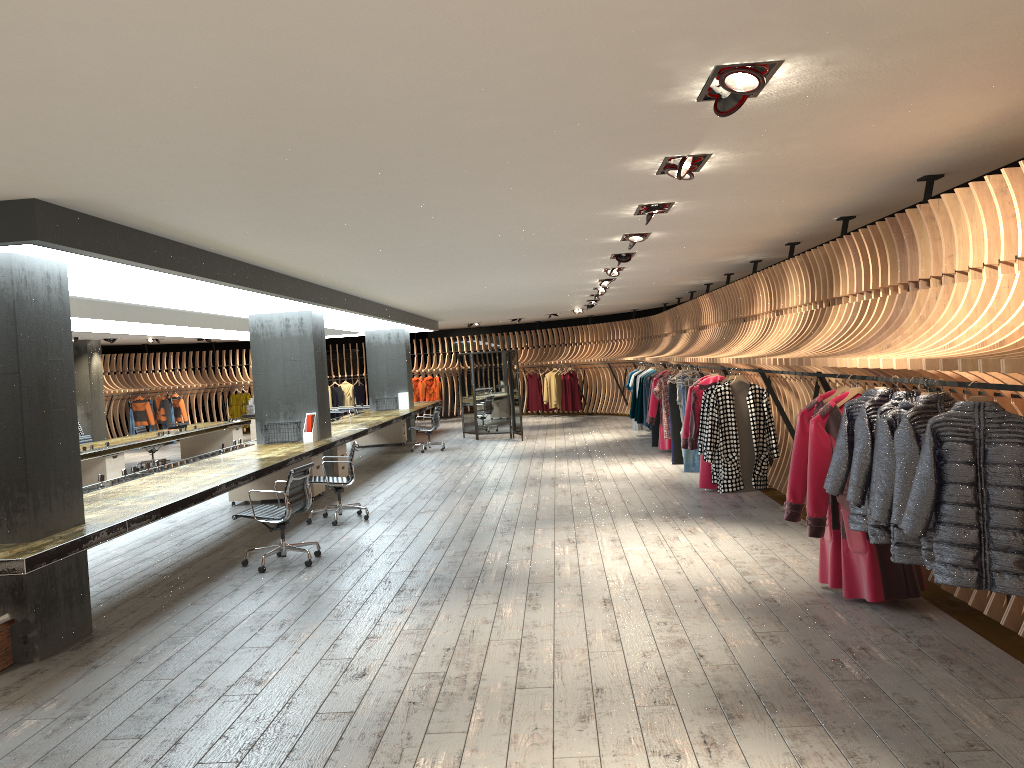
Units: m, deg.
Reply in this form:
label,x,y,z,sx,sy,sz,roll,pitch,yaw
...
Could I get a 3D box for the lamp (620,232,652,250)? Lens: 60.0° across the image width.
label,x,y,z,sx,sy,sz,roll,pitch,yaw
lamp,1.182,-1.450,8.504,0.269,0.294,0.493,-4,1,3

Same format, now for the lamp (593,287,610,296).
label,x,y,z,sx,sy,sz,roll,pitch,yaw
lamp,1.497,-1.639,14.875,0.269,0.301,0.493,-4,1,3

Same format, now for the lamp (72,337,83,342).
label,x,y,z,sx,sy,sz,roll,pitch,yaw
lamp,-9.519,-1.041,19.119,0.269,0.292,0.493,-4,1,3

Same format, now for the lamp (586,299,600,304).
label,x,y,z,sx,sy,sz,roll,pitch,yaw
lamp,1.654,-1.738,18.061,0.269,0.294,0.493,-4,1,3

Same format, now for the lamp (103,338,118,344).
label,x,y,z,sx,sy,sz,roll,pitch,yaw
lamp,-9.382,-1.092,20.705,0.269,0.292,0.493,-4,1,9

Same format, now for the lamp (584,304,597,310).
label,x,y,z,sx,sy,sz,roll,pitch,yaw
lamp,1.730,-1.788,19.654,0.269,0.291,0.493,-4,1,-1

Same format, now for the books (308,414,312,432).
label,x,y,z,sx,sy,sz,roll,pitch,yaw
books,-2.738,0.599,12.086,0.048,0.368,0.215,-4,1,3

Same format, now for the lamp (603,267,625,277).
label,x,y,z,sx,sy,sz,roll,pitch,yaw
lamp,1.339,-1.551,11.689,0.269,0.284,0.493,-4,1,3

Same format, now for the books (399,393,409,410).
label,x,y,z,sx,sy,sz,roll,pitch,yaw
books,-2.391,0.378,19.575,0.215,0.368,0.073,-4,1,3

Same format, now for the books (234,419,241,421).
label,x,y,z,sx,sy,sz,roll,pitch,yaw
books,-5.892,0.776,19.013,0.155,0.025,0.110,-4,1,-2

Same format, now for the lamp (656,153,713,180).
label,x,y,z,sx,sy,sz,roll,pitch,yaw
lamp,1.024,-1.354,5.318,0.269,0.294,0.493,-4,1,3

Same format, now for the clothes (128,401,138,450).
label,x,y,z,sx,sy,sz,roll,pitch,yaw
clothes,-9.793,1.139,22.902,0.200,1.421,0.309,-4,1,-20

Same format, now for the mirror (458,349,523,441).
label,x,y,z,sx,sy,sz,roll,pitch,yaw
mirror,-0.452,0.241,19.065,2.111,1.892,0.443,-3,1,44

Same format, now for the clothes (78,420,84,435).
label,x,y,z,sx,sy,sz,roll,pitch,yaw
clothes,-10.140,1.052,20.221,0.799,1.185,0.192,-4,1,3

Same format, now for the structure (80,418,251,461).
label,x,y,z,sx,sy,sz,roll,pitch,yaw
structure,-6.472,1.295,14.033,1.162,0.844,10.455,-4,2,3

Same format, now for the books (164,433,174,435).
label,x,y,z,sx,sy,sz,roll,pitch,yaw
books,-6.051,0.877,15.638,0.155,0.025,0.110,-4,1,-2

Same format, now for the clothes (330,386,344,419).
label,x,y,z,sx,sy,sz,roll,pitch,yaw
clothes,-5.300,0.732,26.841,0.539,1.352,0.087,-3,1,27

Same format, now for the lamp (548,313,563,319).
label,x,y,z,sx,sy,sz,roll,pitch,yaw
lamp,1.052,-1.826,22.731,0.269,0.292,0.492,-4,1,-29

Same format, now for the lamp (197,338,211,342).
label,x,y,z,sx,sy,sz,roll,pitch,yaw
lamp,-8.200,-1.247,23.616,0.269,0.293,0.493,-3,1,35

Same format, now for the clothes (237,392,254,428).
label,x,y,z,sx,sy,sz,roll,pitch,yaw
clothes,-7.751,0.758,25.637,0.664,1.044,0.168,-3,1,34

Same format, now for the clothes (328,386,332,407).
label,x,y,z,sx,sy,sz,roll,pitch,yaw
clothes,-5.616,0.428,26.773,0.704,0.889,0.250,-3,1,44

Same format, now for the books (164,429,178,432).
label,x,y,z,sx,sy,sz,roll,pitch,yaw
books,-6.424,0.875,16.836,0.213,0.026,0.366,-4,2,3

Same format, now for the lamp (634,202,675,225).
label,x,y,z,sx,sy,sz,roll,pitch,yaw
lamp,1.103,-1.401,6.911,0.269,0.295,0.493,-4,1,3

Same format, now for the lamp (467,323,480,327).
label,x,y,z,sx,sy,sz,roll,pitch,yaw
lamp,-1.089,-1.749,25.032,0.492,0.292,0.269,-3,1,35

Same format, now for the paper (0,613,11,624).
label,x,y,z,sx,sy,sz,roll,pitch,yaw
paper,-3.326,1.552,5.287,0.624,0.290,0.041,-4,1,-16

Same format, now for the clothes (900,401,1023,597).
label,x,y,z,sx,sy,sz,roll,pitch,yaw
clothes,2.069,0.501,3.976,0.181,0.854,0.682,-4,1,-44

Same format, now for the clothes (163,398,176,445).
label,x,y,z,sx,sy,sz,roll,pitch,yaw
clothes,-9.263,1.076,23.965,0.309,1.421,0.200,-4,1,-25

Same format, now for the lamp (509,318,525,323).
label,x,y,z,sx,sy,sz,roll,pitch,yaw
lamp,0.135,-1.800,24.024,0.269,0.294,0.492,-5,2,-42

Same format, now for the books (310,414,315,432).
label,x,y,z,sx,sy,sz,roll,pitch,yaw
books,-2.717,0.597,12.085,0.048,0.368,0.215,-4,1,3

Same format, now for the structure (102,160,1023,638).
label,x,y,z,sx,sy,sz,roll,pitch,yaw
structure,-4.256,0.403,9.620,14.881,2.439,36.566,-4,2,3

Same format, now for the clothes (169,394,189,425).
label,x,y,z,sx,sy,sz,roll,pitch,yaw
clothes,-9.155,0.709,24.193,0.839,0.881,0.201,-3,1,33

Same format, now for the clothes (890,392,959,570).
label,x,y,z,sx,sy,sz,roll,pitch,yaw
clothes,2.104,0.466,4.305,0.530,0.856,0.234,-4,1,2

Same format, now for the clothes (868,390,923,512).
label,x,y,z,sx,sy,sz,roll,pitch,yaw
clothes,2.110,0.455,4.606,0.511,0.854,0.228,-3,1,23

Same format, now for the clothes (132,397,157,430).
label,x,y,z,sx,sy,sz,roll,pitch,yaw
clothes,-9.720,0.773,23.204,0.839,0.881,0.201,-3,1,18

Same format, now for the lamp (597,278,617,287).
label,x,y,z,sx,sy,sz,roll,pitch,yaw
lamp,1.418,-1.593,13.282,0.269,0.296,0.493,-4,1,3

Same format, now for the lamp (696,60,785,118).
label,x,y,z,sx,sy,sz,roll,pitch,yaw
lamp,0.946,-1.302,3.725,0.269,0.302,0.493,-4,1,3

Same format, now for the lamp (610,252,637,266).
label,x,y,z,sx,sy,sz,roll,pitch,yaw
lamp,1.260,-1.500,10.097,0.269,0.291,0.493,-4,1,3

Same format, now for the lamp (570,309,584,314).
label,x,y,z,sx,sy,sz,roll,pitch,yaw
lamp,1.599,-1.824,21.241,0.269,0.287,0.492,-4,1,-17

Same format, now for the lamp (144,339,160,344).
label,x,y,z,sx,sy,sz,roll,pitch,yaw
lamp,-8.987,-1.157,22.240,0.269,0.296,0.493,-3,1,23

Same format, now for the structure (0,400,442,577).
label,x,y,z,sx,sy,sz,roll,pitch,yaw
structure,-4.652,1.185,13.726,4.835,0.844,18.481,-4,2,3

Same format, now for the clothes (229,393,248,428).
label,x,y,z,sx,sy,sz,roll,pitch,yaw
clothes,-7.888,0.770,25.516,0.664,1.044,0.168,-3,1,34

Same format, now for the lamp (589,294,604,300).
label,x,y,z,sx,sy,sz,roll,pitch,yaw
lamp,1.575,-1.694,16.468,0.269,0.286,0.493,-4,1,3

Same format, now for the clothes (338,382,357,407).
label,x,y,z,sx,sy,sz,roll,pitch,yaw
clothes,-5.034,0.384,26.906,0.704,0.889,0.250,-3,1,24

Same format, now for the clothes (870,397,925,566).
label,x,y,z,sx,sy,sz,roll,pitch,yaw
clothes,2.096,0.486,4.431,0.584,0.854,0.211,-3,1,30

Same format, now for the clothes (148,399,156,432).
label,x,y,z,sx,sy,sz,roll,pitch,yaw
clothes,-9.544,1.108,23.441,0.200,1.421,0.309,-4,1,-5

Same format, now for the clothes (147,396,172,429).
label,x,y,z,sx,sy,sz,roll,pitch,yaw
clothes,-9.417,0.743,23.681,0.839,0.881,0.201,-3,1,23

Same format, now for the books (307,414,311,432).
label,x,y,z,sx,sy,sz,roll,pitch,yaw
books,-2.760,0.600,12.087,0.048,0.368,0.215,-4,1,3
